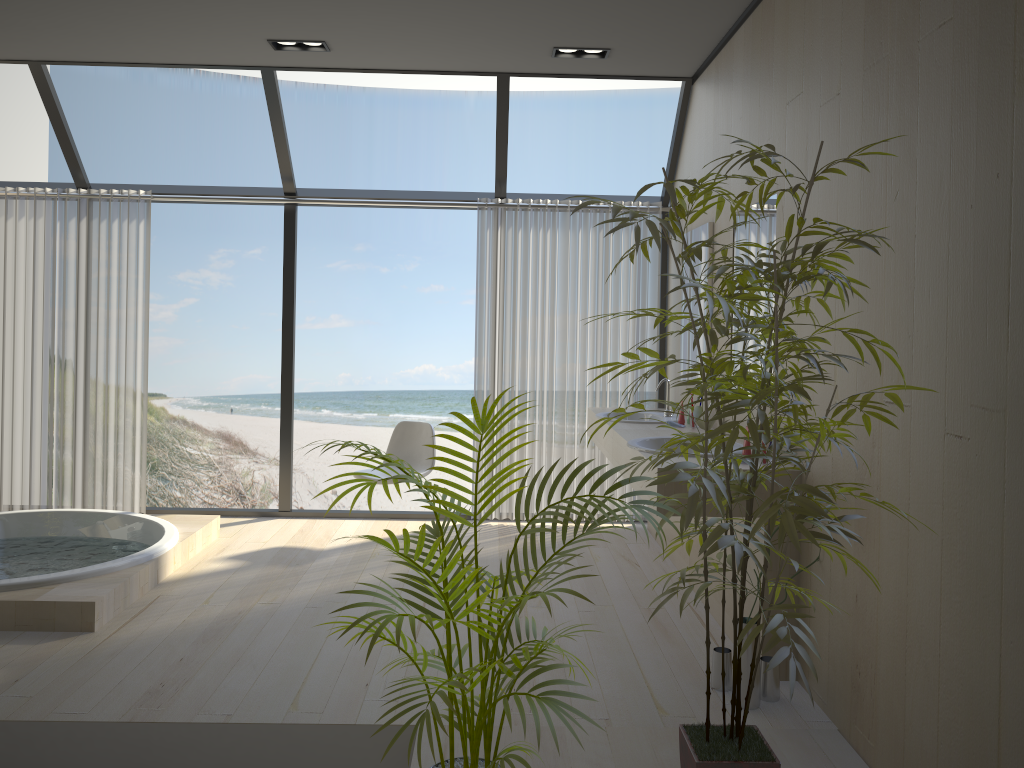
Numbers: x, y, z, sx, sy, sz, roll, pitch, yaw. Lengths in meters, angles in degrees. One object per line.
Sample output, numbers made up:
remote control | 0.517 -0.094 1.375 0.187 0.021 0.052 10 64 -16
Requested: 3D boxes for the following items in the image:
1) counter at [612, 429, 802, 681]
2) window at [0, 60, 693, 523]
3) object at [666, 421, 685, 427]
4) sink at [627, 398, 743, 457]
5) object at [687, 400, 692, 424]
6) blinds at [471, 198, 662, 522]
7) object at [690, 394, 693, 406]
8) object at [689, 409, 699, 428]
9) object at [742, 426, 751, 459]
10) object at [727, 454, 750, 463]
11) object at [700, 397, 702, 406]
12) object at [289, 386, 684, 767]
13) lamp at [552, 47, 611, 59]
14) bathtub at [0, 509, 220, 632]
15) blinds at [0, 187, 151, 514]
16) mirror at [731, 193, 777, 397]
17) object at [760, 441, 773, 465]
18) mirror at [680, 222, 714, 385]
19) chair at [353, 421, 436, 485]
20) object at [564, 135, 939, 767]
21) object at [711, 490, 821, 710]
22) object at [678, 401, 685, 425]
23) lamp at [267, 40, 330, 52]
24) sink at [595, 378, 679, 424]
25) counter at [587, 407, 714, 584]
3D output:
counter | 0.786 0.667 3.843 0.550 0.790 1.207 1 3 -1
window | -1.257 -0.512 5.499 4.560 2.813 0.745 1 1 -1
object | 0.852 0.208 4.606 0.104 0.029 0.032 4 4 39
sink | 0.748 0.254 3.806 0.504 0.419 0.575 1 3 2
object | 0.961 0.150 4.768 0.039 0.135 0.039 1 1 -43
blinds | 0.350 -0.153 5.726 1.182 2.069 0.084 1 0 -1
object | 0.928 0.138 4.562 0.012 0.178 0.050 1 1 38
object | 0.945 0.179 4.586 0.058 0.100 0.058 1 1 6
object | 0.921 0.235 3.468 0.039 0.135 0.039 2 1 40
object | 0.877 0.287 3.400 0.104 0.029 0.032 4 4 39
object | 0.960 0.139 4.579 0.054 0.175 0.012 1 0 24
object | -0.146 0.558 2.109 0.917 1.156 0.751 2 2 32
lamp | 0.369 -1.824 4.743 0.301 0.112 0.164 1 3 -1
bathtub | -2.626 0.887 4.412 1.821 0.698 1.650 1 3 -1
blinds | -2.904 -0.213 5.660 1.182 2.069 0.084 1 0 -1
mirror | 1.077 -0.367 3.929 0.023 0.868 0.654 1 2 -1
object | 0.969 0.259 3.380 0.058 0.100 0.058 1 1 9
mirror | 1.029 -0.436 4.964 0.023 0.868 0.654 1 2 -1
chair | -0.691 0.417 5.358 0.369 0.347 0.454 2 3 27
object | 0.607 0.282 2.164 0.787 1.755 0.936 2 1 24
object | 0.916 0.734 3.108 0.406 0.748 0.274 1 1 -13
object | 0.896 0.155 4.674 0.039 0.135 0.039 1 1 -43
lamp | -1.132 -1.852 4.713 0.301 0.112 0.164 1 3 -1
sink | 0.724 0.175 5.012 0.504 0.419 0.575 1 3 2
counter | 0.762 0.588 5.049 0.550 0.790 1.207 1 3 -1
